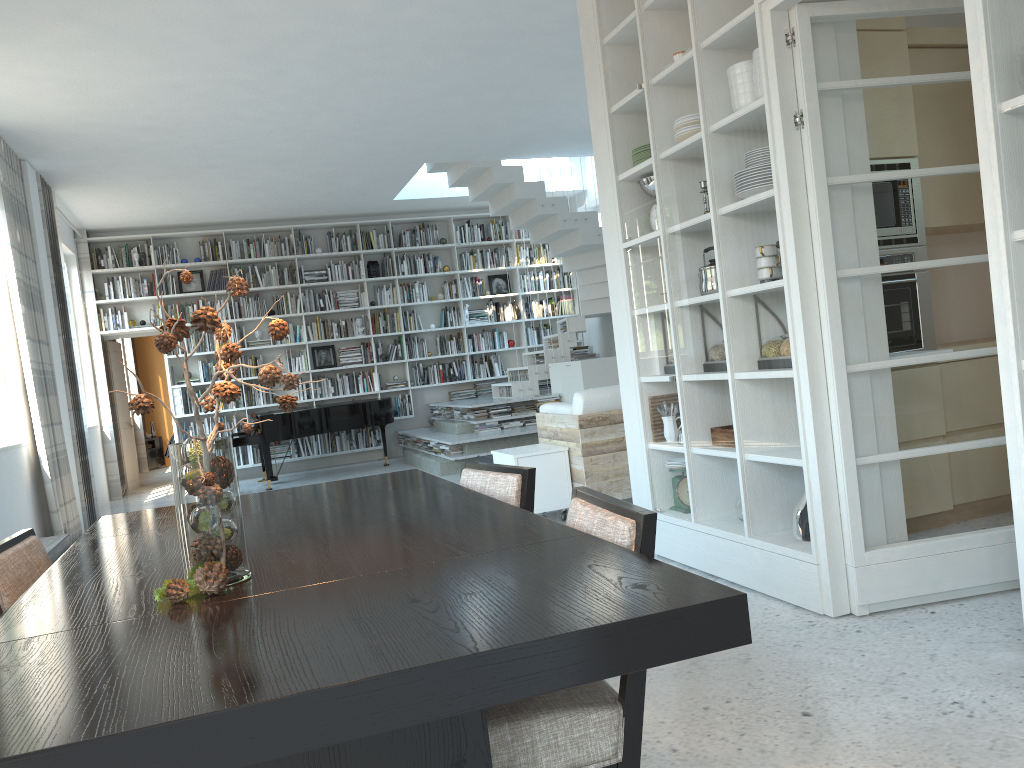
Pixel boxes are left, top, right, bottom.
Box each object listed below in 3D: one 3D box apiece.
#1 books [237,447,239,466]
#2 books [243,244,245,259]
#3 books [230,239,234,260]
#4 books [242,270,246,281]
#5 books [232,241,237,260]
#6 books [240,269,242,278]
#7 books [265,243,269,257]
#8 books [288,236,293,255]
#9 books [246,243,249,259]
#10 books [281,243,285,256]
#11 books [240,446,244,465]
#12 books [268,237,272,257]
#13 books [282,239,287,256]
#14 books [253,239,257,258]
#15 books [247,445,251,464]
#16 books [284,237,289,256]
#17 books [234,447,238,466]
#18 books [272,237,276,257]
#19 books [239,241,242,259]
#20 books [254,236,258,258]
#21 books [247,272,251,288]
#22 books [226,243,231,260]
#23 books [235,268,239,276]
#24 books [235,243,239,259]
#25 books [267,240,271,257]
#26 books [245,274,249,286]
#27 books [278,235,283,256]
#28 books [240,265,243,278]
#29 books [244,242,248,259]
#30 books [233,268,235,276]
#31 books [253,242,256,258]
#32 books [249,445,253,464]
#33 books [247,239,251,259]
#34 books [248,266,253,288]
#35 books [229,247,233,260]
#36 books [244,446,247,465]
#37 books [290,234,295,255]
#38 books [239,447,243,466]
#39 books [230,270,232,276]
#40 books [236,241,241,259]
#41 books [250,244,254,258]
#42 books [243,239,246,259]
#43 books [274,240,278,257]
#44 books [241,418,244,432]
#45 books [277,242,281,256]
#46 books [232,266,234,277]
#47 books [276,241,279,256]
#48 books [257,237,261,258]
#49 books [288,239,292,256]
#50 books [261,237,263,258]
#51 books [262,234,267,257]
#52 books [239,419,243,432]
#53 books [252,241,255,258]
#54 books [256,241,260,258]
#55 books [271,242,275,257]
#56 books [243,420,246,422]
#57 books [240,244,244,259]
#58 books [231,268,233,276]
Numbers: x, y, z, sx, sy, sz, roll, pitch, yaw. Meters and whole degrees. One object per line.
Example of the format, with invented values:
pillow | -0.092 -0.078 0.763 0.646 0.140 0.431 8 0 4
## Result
books | -3.473 0.899 11.240 0.040 0.264 0.137 -7 2 -18
books | -3.398 -1.660 11.239 0.014 0.207 0.166 -7 2 -18
books | -3.539 -1.679 11.218 0.021 0.279 0.140 -7 2 -18
books | -3.390 -1.308 11.236 0.031 0.242 0.181 -7 2 -18
books | -3.507 -1.670 11.208 0.031 0.255 0.145 -7 2 -18
books | -3.424 -1.313 11.233 0.011 0.260 0.157 -7 2 -18
books | -3.130 -1.685 11.328 0.031 0.190 0.181 -7 2 -18
books | -2.850 -1.759 11.418 0.014 0.267 0.171 -7 2 -18
books | -3.359 -1.670 11.272 0.012 0.216 0.150 -7 2 -18
books | -2.942 -1.706 11.383 0.031 0.185 0.176 -7 2 -18
books | -3.421 0.873 11.223 0.012 0.304 0.165 -7 2 -18
books | -3.092 -1.730 11.350 0.014 0.269 0.156 -7 2 -18
books | -2.921 -1.735 11.400 0.026 0.237 0.149 -7 2 -18
books | -3.265 -1.699 11.281 0.013 0.251 0.183 -7 2 -18
books | -3.347 0.877 11.274 0.027 0.276 0.143 -7 2 -18
books | -2.899 -1.750 11.416 0.029 0.261 0.151 -7 2 -18
books | -3.497 0.906 11.208 0.027 0.256 0.179 -7 2 -18
books | -3.045 -1.734 11.346 0.014 0.266 0.192 -7 2 -18
books | -3.440 -1.676 11.224 0.012 0.250 0.174 -7 2 -18
books | -3.257 -1.724 11.286 0.010 0.299 0.151 -7 2 -18
books | -3.340 -1.303 11.259 0.029 0.219 0.157 -7 2 -18
books | -3.575 -1.653 11.180 0.029 0.237 0.156 -7 2 -18
books | -3.463 -1.316 11.228 0.067 0.274 0.168 -7 2 -18
books | -3.478 -1.656 11.213 0.023 0.220 0.181 -7 2 -18
books | -3.109 -1.711 11.344 0.026 0.236 0.134 -7 2 -18
books | -3.366 -1.291 11.258 0.024 0.201 0.153 -7 2 -18
books | -2.970 -1.753 11.380 0.013 0.285 0.159 -7 2 -18
books | -3.413 -1.342 11.227 0.012 0.315 0.171 -7 2 -18
books | -3.380 -1.677 11.274 0.025 0.235 0.129 -7 2 -18
books | -3.498 -1.318 11.209 0.010 0.287 0.148 -7 2 -18
books | -3.274 -1.680 11.278 0.011 0.216 0.160 -7 2 -18
books | -3.310 0.895 11.241 0.017 0.233 0.212 -7 2 -18
books | -3.343 -1.698 11.276 0.028 0.268 0.151 -7 2 -18
books | -3.320 -1.343 11.266 0.023 0.293 0.155 -7 2 -18
books | -3.552 -1.629 11.203 0.024 0.183 0.133 -7 2 -18
books | -3.389 0.892 11.258 0.065 0.256 0.155 -7 2 -18
books | -2.831 -1.772 11.420 0.026 0.288 0.176 -7 2 -18
books | -3.437 0.879 11.221 0.021 0.296 0.188 -7 2 -18
books | -3.533 -1.297 11.184 0.023 0.256 0.174 -7 2 -18
books | -3.458 -1.675 11.223 0.023 0.251 0.170 -7 2 -18
books | -3.309 -1.668 11.278 0.030 0.201 0.152 -7 2 -18
books | -3.390 -1.690 11.243 0.010 0.264 0.160 -7 2 -18
books | -3.029 -1.717 11.358 0.021 0.229 0.161 -7 2 -18
books | -3.412 0.553 11.251 0.026 0.236 0.140 -7 2 -18
books | -2.987 -1.708 11.356 0.026 0.200 0.187 -7 2 -18
books | -3.518 -1.327 11.227 0.014 0.309 0.130 -7 2 -18
books | -3.007 -1.709 11.352 0.013 0.207 0.178 -7 2 -18
books | -3.217 -1.717 11.296 0.013 0.276 0.164 -7 2 -18
books | -2.864 -1.736 11.405 0.026 0.225 0.172 -7 2 -18
books | -3.186 -1.720 11.304 0.052 0.273 0.172 -7 2 -18
books | -3.161 -1.744 11.326 0.014 0.315 0.166 -7 2 -18
books | -3.424 0.559 11.209 0.023 0.228 0.190 -7 2 -18
books | -3.289 -1.688 11.281 0.013 0.234 0.154 -7 2 -18
books | -3.239 -1.695 11.305 0.029 0.236 0.130 -7 2 -18
books | -3.071 -1.705 11.366 0.029 0.213 0.141 -7 2 -18
books | -3.383 0.552 11.251 0.030 0.230 0.151 -7 2 -18
books | -3.414 -1.658 11.219 0.029 0.208 0.178 -7 2 -18
books | -3.522 -1.313 11.203 0.013 0.283 0.158 -7 2 -18
